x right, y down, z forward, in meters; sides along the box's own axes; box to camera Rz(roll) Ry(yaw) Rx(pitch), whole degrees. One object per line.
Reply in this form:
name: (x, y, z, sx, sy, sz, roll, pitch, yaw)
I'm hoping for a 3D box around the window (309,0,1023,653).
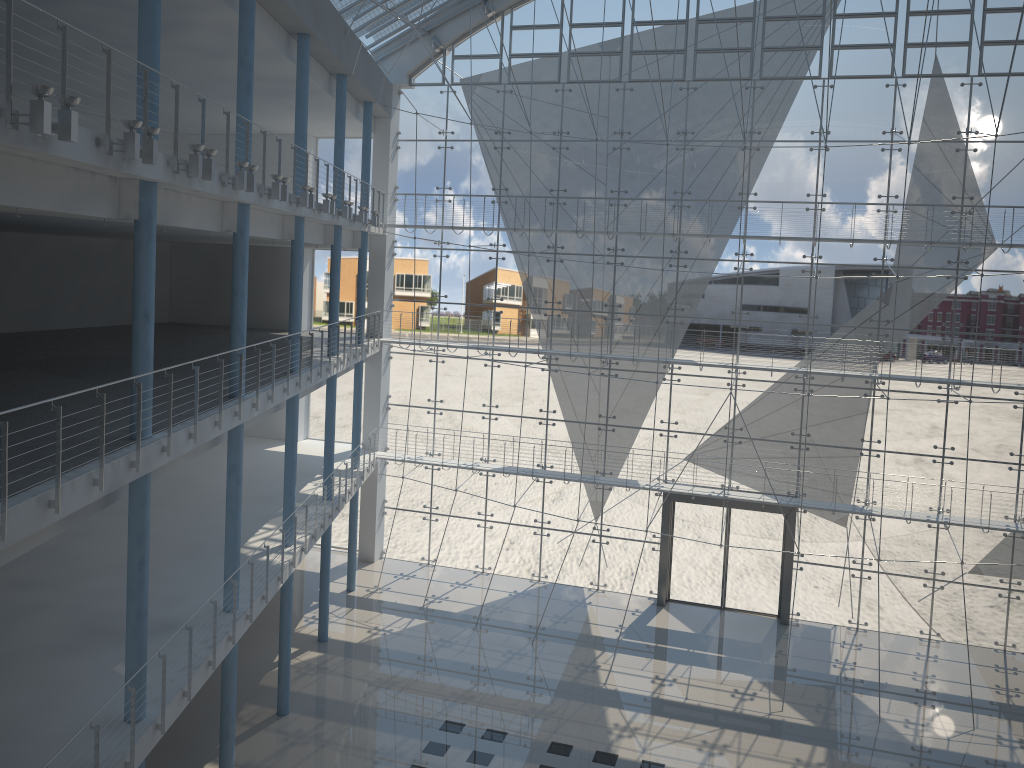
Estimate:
window: (0.897, -0.435, 3.653, 3.853, 2.761, 0.010, 4, 4, 17)
